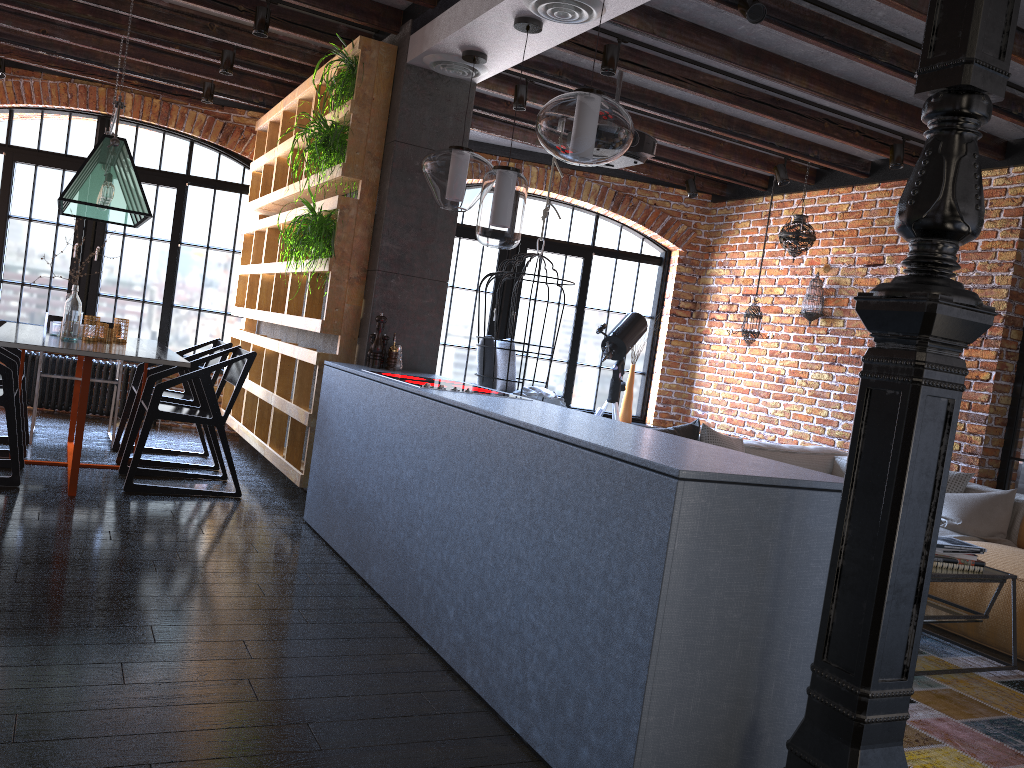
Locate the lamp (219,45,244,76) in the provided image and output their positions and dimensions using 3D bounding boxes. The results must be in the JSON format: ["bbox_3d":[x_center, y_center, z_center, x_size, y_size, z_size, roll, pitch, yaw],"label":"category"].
[{"bbox_3d":[-1.820,-2.095,5.738,0.124,0.184,0.082,6,4,-43],"label":"lamp"}]

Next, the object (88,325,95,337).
[{"bbox_3d":[-2.554,-0.319,5.348,0.060,0.073,0.060,10,3,25],"label":"object"}]

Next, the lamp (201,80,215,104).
[{"bbox_3d":[-2.256,-2.196,6.624,0.112,0.184,0.082,10,3,31],"label":"lamp"}]

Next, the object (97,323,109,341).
[{"bbox_3d":[-2.403,-0.304,5.205,0.061,0.099,0.061,9,3,10],"label":"object"}]

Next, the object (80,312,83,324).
[{"bbox_3d":[-2.594,-0.397,5.289,0.060,0.073,0.060,11,3,40],"label":"object"}]

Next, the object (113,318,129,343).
[{"bbox_3d":[-2.359,-0.324,5.345,0.086,0.140,0.086,6,3,-38],"label":"object"}]

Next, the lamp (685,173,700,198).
[{"bbox_3d":[1.516,-1.670,7.470,0.134,0.208,0.093,10,3,38],"label":"lamp"}]

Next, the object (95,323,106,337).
[{"bbox_3d":[-2.449,-0.314,5.276,0.061,0.099,0.061,7,3,-21],"label":"object"}]

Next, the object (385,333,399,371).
[{"bbox_3d":[-0.607,-0.166,4.561,0.058,0.192,0.081,9,3,14],"label":"object"}]

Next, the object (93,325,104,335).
[{"bbox_3d":[-2.532,-0.320,5.433,0.060,0.073,0.060,8,3,4],"label":"object"}]

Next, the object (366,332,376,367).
[{"bbox_3d":[-0.719,-0.177,4.573,0.048,0.180,0.048,9,3,23],"label":"object"}]

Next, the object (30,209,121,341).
[{"bbox_3d":[-2.361,-0.592,4.843,0.443,0.709,0.194,8,3,-12],"label":"object"}]

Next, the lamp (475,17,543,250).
[{"bbox_3d":[0.002,-1.054,3.766,0.195,0.955,0.197,8,3,3],"label":"lamp"}]

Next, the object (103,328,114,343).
[{"bbox_3d":[-2.328,-0.280,5.120,0.049,0.080,0.049,6,4,-43],"label":"object"}]

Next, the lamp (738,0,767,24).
[{"bbox_3d":[1.007,-1.586,3.689,0.092,0.201,0.162,8,3,-11],"label":"lamp"}]

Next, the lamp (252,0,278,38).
[{"bbox_3d":[-1.342,-1.985,4.807,0.113,0.184,0.082,10,3,29],"label":"lamp"}]

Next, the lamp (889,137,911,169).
[{"bbox_3d":[2.446,-1.462,5.616,0.113,0.194,0.085,10,3,34],"label":"lamp"}]

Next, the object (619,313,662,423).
[{"bbox_3d":[1.141,-0.165,7.927,0.270,1.054,0.299,8,3,-7],"label":"object"}]

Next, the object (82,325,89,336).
[{"bbox_3d":[-2.509,-0.306,5.192,0.060,0.073,0.060,8,3,4],"label":"object"}]

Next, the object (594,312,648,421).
[{"bbox_3d":[0.739,0.124,7.102,0.570,1.472,0.616,8,3,-1],"label":"object"}]

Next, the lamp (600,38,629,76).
[{"bbox_3d":[0.528,-1.704,4.622,0.119,0.184,0.082,7,3,-31],"label":"lamp"}]

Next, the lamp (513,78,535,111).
[{"bbox_3d":[0.068,-1.808,5.536,0.116,0.188,0.083,10,3,26],"label":"lamp"}]

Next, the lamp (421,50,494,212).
[{"bbox_3d":[-0.232,-1.216,4.285,0.367,0.747,0.367,10,3,26],"label":"lamp"}]

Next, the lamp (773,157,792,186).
[{"bbox_3d":[1.987,-1.561,6.526,0.133,0.208,0.090,10,3,30],"label":"lamp"}]

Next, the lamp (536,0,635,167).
[{"bbox_3d":[0.296,-1.136,3.245,0.364,0.665,0.364,6,4,-44],"label":"lamp"}]

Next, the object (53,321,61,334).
[{"bbox_3d":[-2.666,-0.330,5.211,0.060,0.073,0.060,8,3,4],"label":"object"}]

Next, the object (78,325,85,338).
[{"bbox_3d":[-2.502,-0.302,5.127,0.060,0.073,0.060,8,3,4],"label":"object"}]

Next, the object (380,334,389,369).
[{"bbox_3d":[-0.670,-0.172,4.614,0.048,0.180,0.048,6,4,-44],"label":"object"}]

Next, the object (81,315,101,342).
[{"bbox_3d":[-2.394,-0.317,5.045,0.086,0.140,0.086,10,3,35],"label":"object"}]

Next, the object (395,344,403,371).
[{"bbox_3d":[-0.600,-0.139,4.622,0.069,0.135,0.069,11,4,43],"label":"object"}]

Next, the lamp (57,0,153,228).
[{"bbox_3d":[-2.321,-1.616,5.189,0.465,1.267,1.257,7,3,-27],"label":"lamp"}]

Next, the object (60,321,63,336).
[{"bbox_3d":[-2.547,-0.313,5.060,0.054,0.087,0.054,9,3,5],"label":"object"}]

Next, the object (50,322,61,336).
[{"bbox_3d":[-2.616,-0.317,5.081,0.060,0.073,0.060,8,3,4],"label":"object"}]
